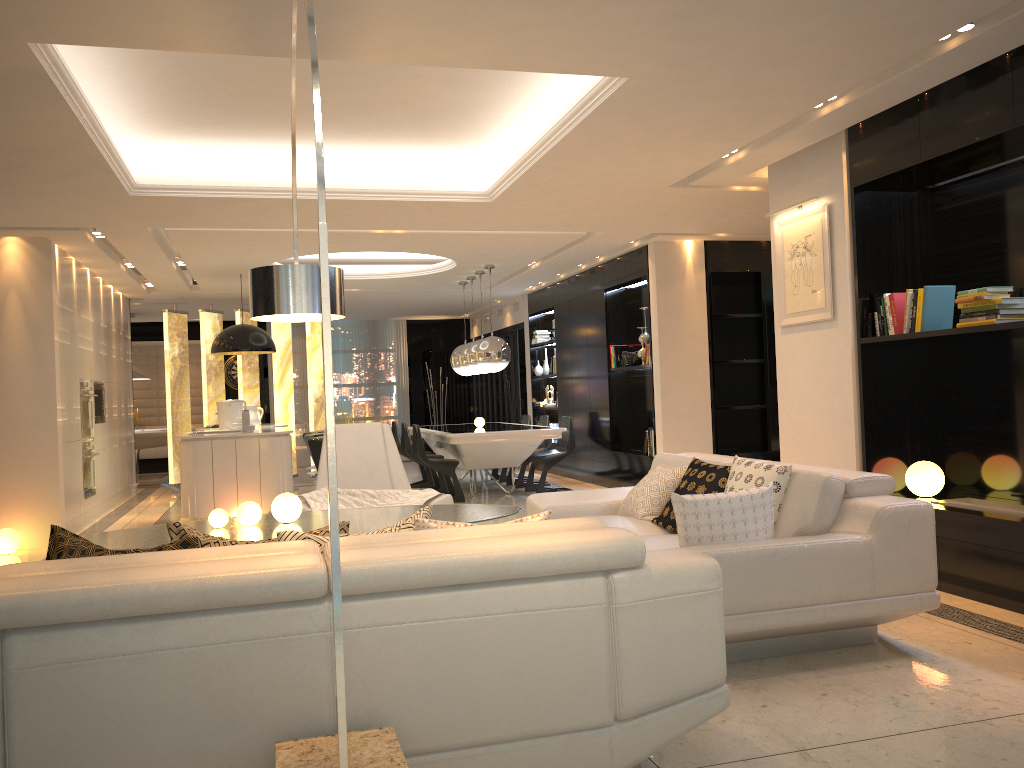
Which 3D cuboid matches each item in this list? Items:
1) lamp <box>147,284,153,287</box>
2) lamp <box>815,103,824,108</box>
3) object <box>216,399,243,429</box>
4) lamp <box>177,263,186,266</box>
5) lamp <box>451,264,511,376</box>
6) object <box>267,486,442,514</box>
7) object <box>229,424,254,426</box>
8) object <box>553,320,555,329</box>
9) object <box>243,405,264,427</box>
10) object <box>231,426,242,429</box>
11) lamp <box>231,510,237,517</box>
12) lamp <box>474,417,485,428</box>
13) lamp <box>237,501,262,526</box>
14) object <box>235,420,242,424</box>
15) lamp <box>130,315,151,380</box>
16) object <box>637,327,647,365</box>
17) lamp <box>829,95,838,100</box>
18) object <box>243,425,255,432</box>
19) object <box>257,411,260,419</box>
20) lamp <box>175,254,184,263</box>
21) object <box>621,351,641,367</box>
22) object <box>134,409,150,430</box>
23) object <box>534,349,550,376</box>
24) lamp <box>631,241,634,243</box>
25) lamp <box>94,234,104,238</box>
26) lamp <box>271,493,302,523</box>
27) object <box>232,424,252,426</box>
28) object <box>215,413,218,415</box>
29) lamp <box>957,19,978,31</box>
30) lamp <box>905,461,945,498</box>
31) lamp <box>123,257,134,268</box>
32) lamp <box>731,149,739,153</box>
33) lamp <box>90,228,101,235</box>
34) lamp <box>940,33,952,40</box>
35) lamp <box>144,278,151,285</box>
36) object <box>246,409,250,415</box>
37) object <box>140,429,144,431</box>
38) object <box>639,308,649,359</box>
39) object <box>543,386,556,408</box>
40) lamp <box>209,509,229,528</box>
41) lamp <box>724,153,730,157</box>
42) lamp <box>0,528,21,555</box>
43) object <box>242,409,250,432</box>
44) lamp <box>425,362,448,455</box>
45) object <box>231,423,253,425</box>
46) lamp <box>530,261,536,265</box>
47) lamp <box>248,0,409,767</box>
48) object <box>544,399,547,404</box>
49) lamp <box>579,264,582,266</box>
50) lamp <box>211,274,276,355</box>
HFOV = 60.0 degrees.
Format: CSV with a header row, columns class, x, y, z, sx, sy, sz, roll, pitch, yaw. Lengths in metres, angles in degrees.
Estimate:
class,x,y,z,sx,sy,sz,roll,pitch,yaw
lamp,-4.492,-1.273,11.014,0.107,0.127,0.107,-2,-1,-19
lamp,1.665,-1.584,4.865,0.107,0.127,0.107,-2,-1,-4
object,-3.141,0.336,9.884,0.288,0.330,0.288,-2,-1,2
lamp,-3.529,-1.327,9.471,0.107,0.127,0.107,-2,-1,-34
lamp,-0.420,-0.729,10.794,0.408,1.226,1.827,-2,-1,-15
object,-1.140,0.968,5.770,1.347,0.580,0.972,-3,-1,22
object,-2.932,0.460,9.630,0.264,0.033,0.264,-3,-1,44
object,0.633,-0.758,12.570,0.111,0.301,0.111,-2,-1,-20
object,-2.964,0.368,10.103,0.183,0.254,0.211,-3,-1,37
object,-2.932,0.473,9.630,0.264,0.033,0.264,-3,-1,44
lamp,-2.447,1.234,8.047,0.213,0.214,0.212,-3,-1,35
lamp,-0.390,0.460,10.655,0.125,0.125,0.125,-3,-1,35
lamp,-1.247,0.615,4.209,0.115,0.115,0.115,-2,-1,10
object,-2.934,0.416,9.630,0.138,0.051,0.138,-3,-1,32
lamp,-6.428,-0.546,13.643,1.578,0.995,0.939,-2,-1,-15
object,1.419,-0.405,9.617,0.121,0.416,0.121,-2,-1,-20
lamp,1.697,-1.586,4.747,0.107,0.127,0.107,-2,-1,-34
object,-2.532,0.431,8.550,0.111,0.062,0.111,-2,-1,6
object,-3.039,0.394,10.318,0.213,0.214,0.212,-3,-1,35
lamp,-3.485,-1.331,9.313,0.107,0.127,0.107,-2,-1,-34
object,1.329,-0.273,9.865,0.193,0.177,0.375,-2,-1,-14
object,-6.889,0.795,16.375,0.390,0.718,0.388,-2,-1,-24
object,0.433,-0.319,13.094,0.210,0.395,0.180,-2,-1,-12
lamp,1.220,-1.524,9.159,0.107,0.127,0.107,-2,-1,-34
lamp,-3.600,-1.341,7.750,0.107,0.127,0.107,-2,-1,-27
lamp,-1.081,0.594,4.255,0.143,0.143,0.143,-2,-1,-31
object,-2.933,0.449,9.629,0.229,0.016,0.229,-2,-1,14
object,-3.513,0.428,11.014,0.266,0.147,0.253,-3,-1,28
lamp,1.954,-1.594,3.831,0.107,0.127,0.107,-2,-1,-34
lamp,2.449,0.563,5.261,0.212,0.214,0.213,-3,-1,24
lamp,-4.045,-1.307,9.376,0.107,0.127,0.270,-2,-1,-15
lamp,1.423,-1.565,5.747,0.107,0.127,0.107,-2,-1,-4
lamp,-3.556,-1.345,7.593,0.107,0.127,0.107,-2,-1,-27
lamp,1.914,-1.603,3.955,0.107,0.127,0.107,-2,-1,-34
lamp,-4.450,-1.277,10.855,0.107,0.127,0.107,-2,-1,-34
object,-2.616,0.358,8.728,0.071,0.219,0.071,-2,-1,-39
object,-5.749,0.733,13.789,0.057,0.057,0.057,-3,-1,44
object,1.430,-0.504,9.465,0.121,0.612,0.121,-2,-1,-20
object,0.544,0.178,12.723,0.177,0.311,0.177,-2,-1,-15
lamp,-1.380,0.632,4.172,0.090,0.091,0.090,-3,-1,35
lamp,1.393,-1.563,5.858,0.107,0.127,0.107,-2,-1,-4
lamp,-4.171,1.297,7.312,0.213,0.214,0.212,-3,-1,35
object,-2.588,0.356,8.625,0.071,0.219,0.071,-2,-1,-24
lamp,-1.403,0.482,16.733,0.418,1.801,0.200,-2,-1,-15
object,-2.933,0.440,9.629,0.229,0.016,0.229,-2,-1,14
lamp,0.211,-1.471,10.412,0.107,0.127,0.271,-2,-1,-15
lamp,-0.683,-0.041,2.982,0.393,2.519,2.009,-2,-1,-15
object,0.522,0.270,12.889,0.125,0.125,0.125,-3,-1,24
lamp,0.798,-1.492,10.703,0.107,0.127,0.107,-2,-1,-34
lamp,-3.043,-0.795,10.006,0.710,0.898,0.710,-2,-1,-5
